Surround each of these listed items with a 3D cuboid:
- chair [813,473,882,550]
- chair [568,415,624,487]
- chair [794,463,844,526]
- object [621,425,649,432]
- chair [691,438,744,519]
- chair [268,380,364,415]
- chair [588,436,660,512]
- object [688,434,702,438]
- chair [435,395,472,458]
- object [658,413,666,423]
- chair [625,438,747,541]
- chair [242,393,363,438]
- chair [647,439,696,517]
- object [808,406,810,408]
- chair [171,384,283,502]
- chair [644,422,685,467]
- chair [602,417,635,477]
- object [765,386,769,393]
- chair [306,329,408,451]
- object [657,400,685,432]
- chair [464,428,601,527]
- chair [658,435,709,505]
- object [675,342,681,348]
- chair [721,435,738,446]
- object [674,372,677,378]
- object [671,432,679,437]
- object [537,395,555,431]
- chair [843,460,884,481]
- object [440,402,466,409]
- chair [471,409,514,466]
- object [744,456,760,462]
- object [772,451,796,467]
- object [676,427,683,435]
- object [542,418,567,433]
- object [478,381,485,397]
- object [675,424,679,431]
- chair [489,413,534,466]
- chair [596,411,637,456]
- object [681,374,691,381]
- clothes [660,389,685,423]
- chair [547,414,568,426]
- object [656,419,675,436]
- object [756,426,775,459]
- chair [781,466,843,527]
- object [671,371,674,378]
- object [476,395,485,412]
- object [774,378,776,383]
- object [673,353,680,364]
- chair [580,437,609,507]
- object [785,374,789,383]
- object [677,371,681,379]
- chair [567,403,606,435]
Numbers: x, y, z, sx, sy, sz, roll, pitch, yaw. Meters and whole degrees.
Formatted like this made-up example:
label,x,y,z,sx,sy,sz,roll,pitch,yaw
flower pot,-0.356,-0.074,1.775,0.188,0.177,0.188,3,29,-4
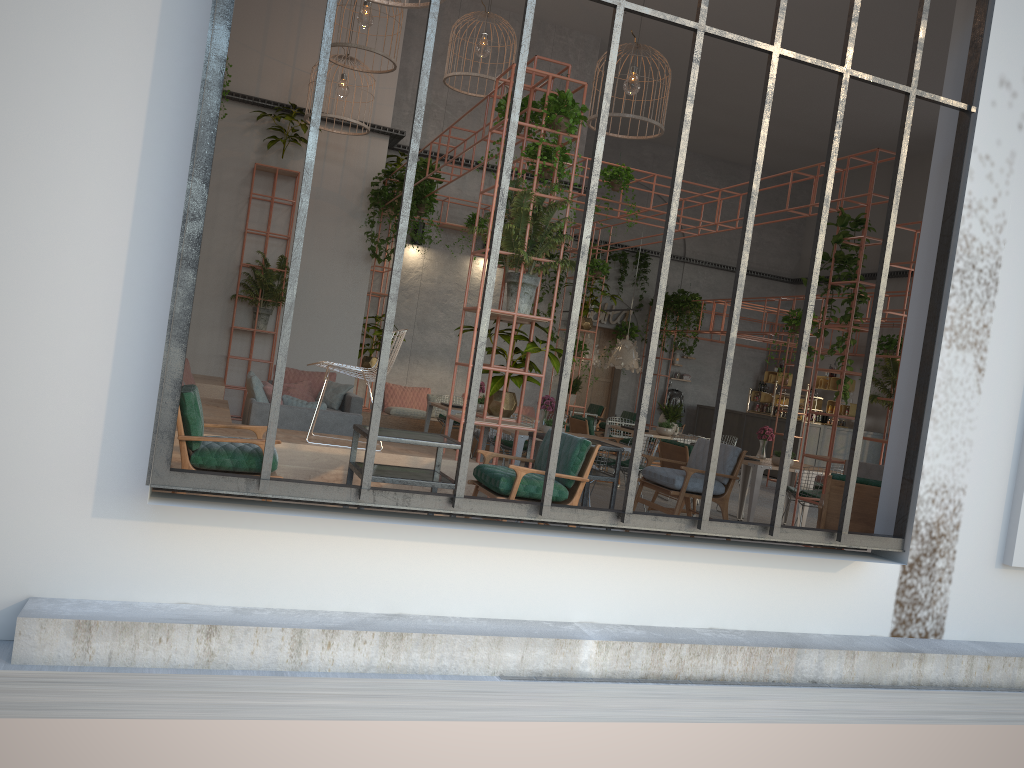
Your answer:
label,x,y,z,sx,sy,sz,roll,pitch,yaw
chair,2.512,1.119,6.253,0.722,0.917,0.685,9,1,21
chair,1.188,0.970,13.012,0.685,0.917,0.722,8,1,-19
chair,3.922,1.410,10.938,0.717,0.941,0.565,8,1,-23
object,1.829,0.666,13.219,0.268,0.031,0.427,8,1,-19
chair,2.687,1.217,11.485,0.565,0.941,0.717,8,1,-18
chair,-2.575,0.384,11.394,1.127,0.672,1.052,8,1,-19
chair,1.246,1.037,10.060,0.717,0.941,0.565,8,1,-23
object,2.774,0.791,13.441,0.218,0.041,0.218,8,1,-11
chair,-0.862,0.662,13.193,0.565,0.941,0.717,8,1,-18
object,2.355,0.602,13.548,0.241,0.313,0.241,9,1,26
chair,1.506,0.936,7.686,0.685,0.929,0.722,8,1,-19
chair,-2.095,0.467,8.729,1.056,0.586,1.127,8,1,-19
chair,2.093,1.158,10.385,0.685,0.917,0.722,8,1,-19
object,6.095,0.458,18.289,0.152,0.058,0.095,8,1,-28
chair,-1.737,0.511,5.328,0.685,0.929,0.722,8,1,-19
chair,2.743,1.126,16.675,0.685,0.929,0.722,8,1,-19
chair,1.782,1.029,14.111,0.565,0.941,0.717,8,1,-18
object,6.395,0.139,22.250,0.115,0.147,0.115,9,1,26
chair,-1.215,-0.007,6.767,0.717,0.941,0.565,8,1,-10
object,2.368,0.493,13.219,0.438,0.527,0.368,8,1,-19
chair,0.101,0.766,5.967,0.685,0.929,0.722,8,1,-19
chair,2.382,1.154,12.358,0.565,0.941,0.717,8,1,-3
object,4.079,-0.959,21.732,0.133,0.145,0.133,9,1,33
chair,3.017,1.222,13.564,0.717,0.941,0.565,8,1,-23
object,4.016,-0.214,21.766,0.063,0.151,0.063,8,1,-33
object,2.397,0.733,13.037,0.115,0.078,0.115,8,1,-13
object,0.380,0.329,10.017,0.213,0.414,0.225,8,1,-27
chair,3.281,1.196,7.998,0.722,0.914,0.685,9,1,21
object,-0.815,0.299,12.301,0.268,0.031,0.427,8,1,-19
chair,-0.262,0.787,11.440,0.565,0.941,0.717,8,1,-3
object,2.731,0.879,10.594,0.268,0.031,0.427,8,1,-19
object,3.112,0.835,10.176,0.247,0.247,0.252,8,1,-19
object,2.543,0.716,13.478,0.095,0.119,0.095,8,1,5
object,0.439,0.437,9.297,0.247,0.247,0.252,8,1,-19
object,-0.495,0.146,12.608,0.213,0.414,0.225,8,1,-27
object,2.445,0.685,13.669,0.165,0.154,0.210,8,1,-29
chair,0.011,0.845,10.607,0.565,0.941,0.717,8,1,-18
chair,2.178,1.008,18.349,0.685,0.930,0.722,8,1,-19
object,4.294,-0.170,21.872,0.219,0.149,0.129,8,1,-19
clothes,3.976,0.622,21.804,0.625,0.997,0.366,7,2,-39
chair,0.373,0.854,12.646,0.717,0.941,0.565,8,1,-23
object,2.211,0.622,12.800,0.248,0.247,0.254,8,1,-19
object,3.123,0.722,10.971,0.213,0.414,0.225,8,1,-27
chair,3.287,1.342,9.732,0.565,0.941,0.717,8,1,-3
object,3.950,-0.230,21.764,0.055,0.164,0.092,8,1,0
object,-0.433,0.255,11.881,0.248,0.247,0.254,8,1,-19
object,6.484,-0.078,21.730,0.123,0.142,0.141,8,1,-19
object,4.039,-0.658,21.747,0.136,0.336,0.145,8,1,-5
chair,0.611,0.969,8.854,0.565,0.941,0.717,8,1,-3
object,6.672,-0.103,21.391,0.137,0.261,0.137,9,1,17
object,4.098,-0.230,21.801,0.081,0.204,0.081,8,1,-19
chair,1.624,0.893,19.987,0.685,0.930,0.722,8,1,-19
